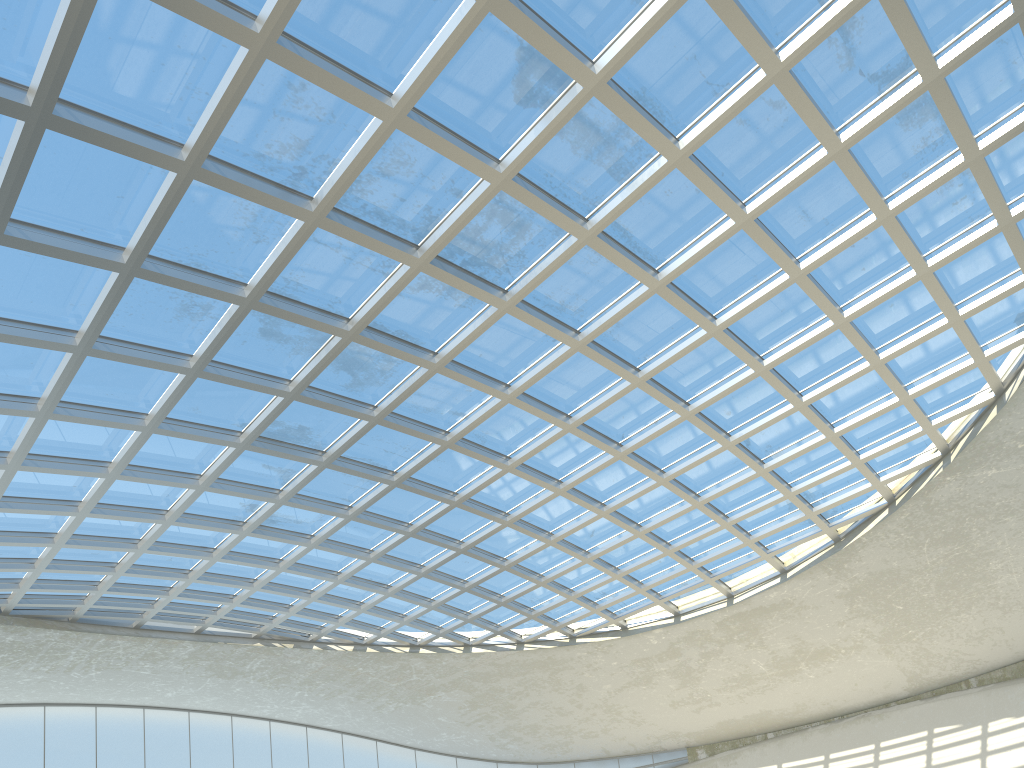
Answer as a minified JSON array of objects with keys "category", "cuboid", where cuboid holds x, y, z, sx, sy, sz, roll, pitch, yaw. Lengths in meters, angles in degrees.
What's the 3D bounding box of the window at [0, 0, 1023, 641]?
[{"category":"window","cuboid":[-5.799,6.814,49.867,82.862,9.801,85.732,25,-44,-38]}]
